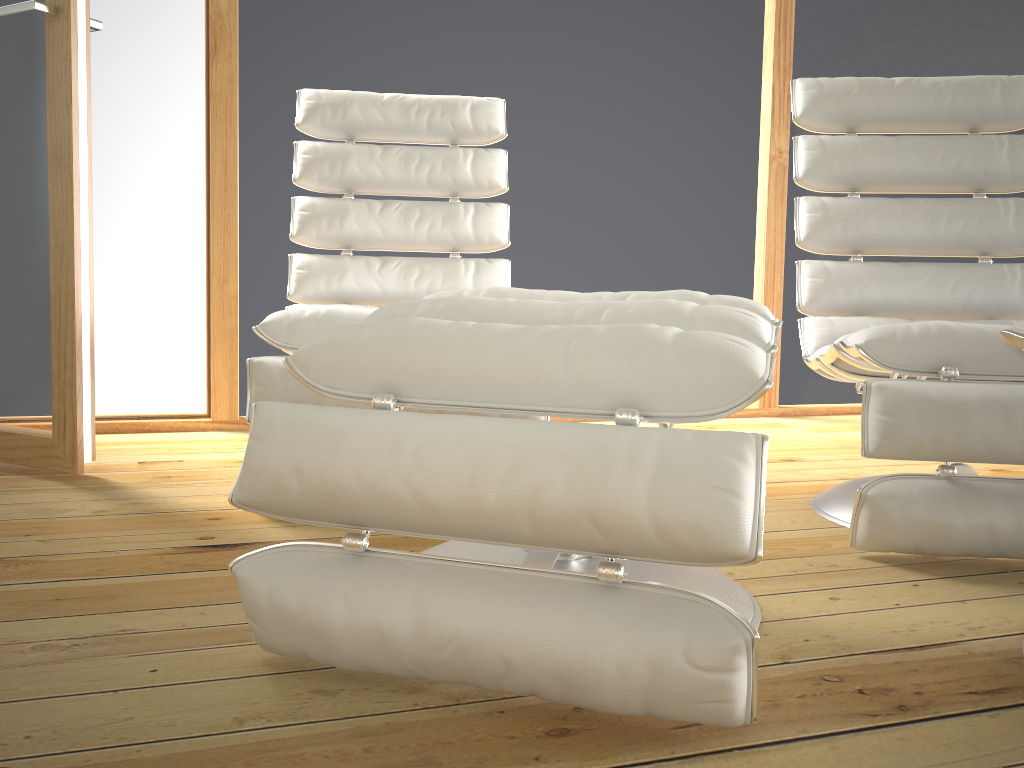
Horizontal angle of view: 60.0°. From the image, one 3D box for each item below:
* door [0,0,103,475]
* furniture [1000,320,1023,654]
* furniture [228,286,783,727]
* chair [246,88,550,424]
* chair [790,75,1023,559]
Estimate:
[{"bbox_3d":[-1.323,-1.037,2.088,0.935,2.412,0.163,3,5,28],"label":"door"},{"bbox_3d":[0.895,0.136,0.893,0.569,0.438,0.688,0,5,-11],"label":"furniture"},{"bbox_3d":[0.056,0.089,1.192,0.570,0.438,0.687,3,6,18],"label":"furniture"},{"bbox_3d":[-0.256,-0.272,2.062,0.569,0.966,0.916,1,5,-7],"label":"chair"},{"bbox_3d":[0.902,-0.218,1.772,0.569,0.966,0.916,2,5,8],"label":"chair"}]
